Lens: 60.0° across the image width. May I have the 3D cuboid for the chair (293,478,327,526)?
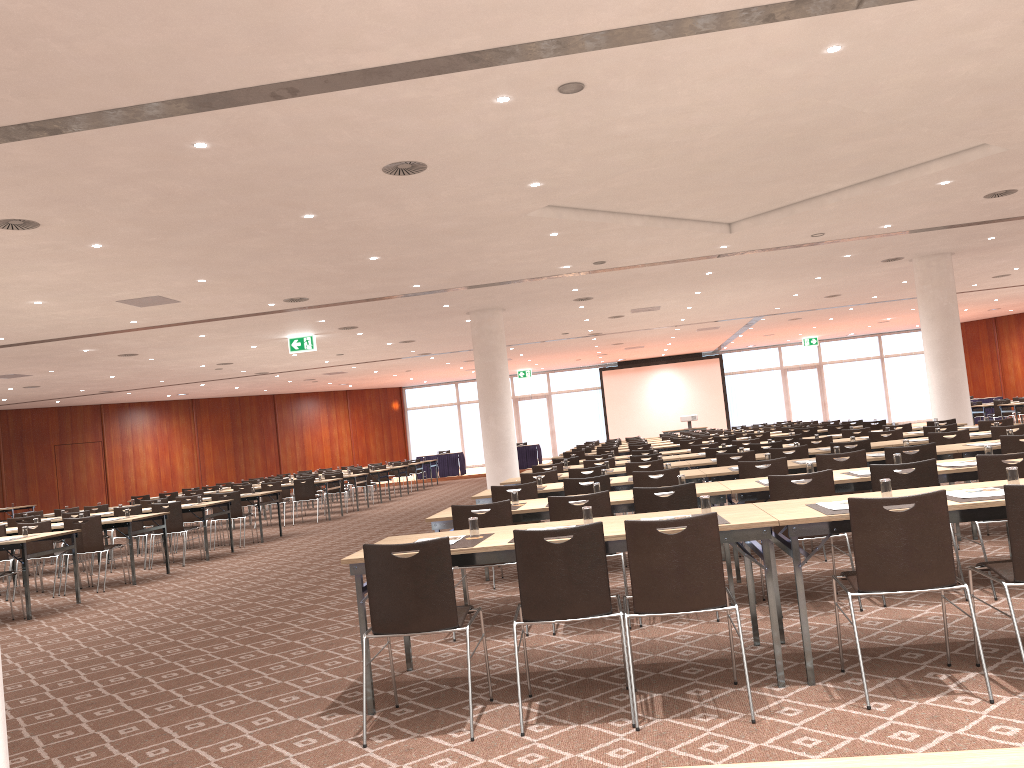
[{"bbox_3d":[-4.270,2.441,18.577,0.536,0.939,0.614,-6,-3,6],"label":"chair"}]

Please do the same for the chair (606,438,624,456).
[{"bbox_3d":[3.224,2.179,27.761,0.536,0.939,0.614,-6,-3,8],"label":"chair"}]

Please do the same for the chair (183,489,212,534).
[{"bbox_3d":[-6.617,2.699,18.787,0.536,0.939,0.614,-6,-3,9],"label":"chair"}]

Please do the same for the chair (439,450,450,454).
[{"bbox_3d":[-2.500,2.943,32.889,0.536,0.939,0.614,-6,-3,9],"label":"chair"}]

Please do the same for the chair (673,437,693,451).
[{"bbox_3d":[3.807,1.650,19.554,0.536,0.939,0.614,-6,-3,7],"label":"chair"}]

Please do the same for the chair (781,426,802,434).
[{"bbox_3d":[6.095,1.394,19.270,0.536,0.939,0.614,-6,-3,6],"label":"chair"}]

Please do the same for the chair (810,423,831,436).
[{"bbox_3d":[6.699,1.328,19.230,0.536,0.939,0.614,-6,-3,6],"label":"chair"}]

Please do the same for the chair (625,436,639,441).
[{"bbox_3d":[3.785,2.112,27.613,0.536,0.939,0.614,-6,-3,5],"label":"chair"}]

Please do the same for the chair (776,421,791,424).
[{"bbox_3d":[8.320,1.604,27.051,0.536,0.939,0.614,-6,-3,9],"label":"chair"}]

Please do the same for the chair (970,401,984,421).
[{"bbox_3d":[13.722,0.997,26.333,0.536,0.939,0.614,-6,-3,9],"label":"chair"}]

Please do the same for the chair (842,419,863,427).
[{"bbox_3d":[7.353,1.253,19.114,0.536,0.939,0.614,-6,-3,9],"label":"chair"}]

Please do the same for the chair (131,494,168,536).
[{"bbox_3d":[-7.802,2.832,18.934,0.536,0.939,0.614,-6,-3,10],"label":"chair"}]

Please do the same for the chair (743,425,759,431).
[{"bbox_3d":[6.851,1.658,25.296,0.536,0.939,0.614,-6,-3,9],"label":"chair"}]

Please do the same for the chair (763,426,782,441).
[{"bbox_3d":[6.299,1.490,21.336,0.536,0.939,0.614,-6,-3,8],"label":"chair"}]

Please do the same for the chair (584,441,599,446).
[{"bbox_3d":[2.368,2.160,25.853,0.536,0.939,0.614,-6,-3,5],"label":"chair"}]

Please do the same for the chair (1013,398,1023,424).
[{"bbox_3d":[14.173,0.839,24.404,0.536,0.939,0.614,-6,-3,8],"label":"chair"}]

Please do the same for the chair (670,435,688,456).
[{"bbox_3d":[4.106,1.733,21.566,0.536,0.939,0.614,-6,-3,9],"label":"chair"}]

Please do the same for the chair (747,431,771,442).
[{"bbox_3d":[4.872,1.415,17.407,0.536,0.939,0.614,-6,-3,8],"label":"chair"}]

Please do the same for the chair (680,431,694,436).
[{"bbox_3d":[5.441,1.926,27.408,0.536,0.939,0.614,-6,-3,6],"label":"chair"}]

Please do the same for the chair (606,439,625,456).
[{"bbox_3d":[2.996,2.085,25.697,0.536,0.939,0.614,-6,-3,6],"label":"chair"}]

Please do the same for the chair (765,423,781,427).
[{"bbox_3d":[7.432,1.589,25.147,0.536,0.939,0.614,-6,-3,8],"label":"chair"}]

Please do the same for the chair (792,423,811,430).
[{"bbox_3d":[6.945,1.413,21.178,0.536,0.939,0.614,-6,-3,9],"label":"chair"}]

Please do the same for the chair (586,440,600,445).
[{"bbox_3d":[2.583,2.248,27.798,0.536,0.939,0.614,-6,-3,9],"label":"chair"}]

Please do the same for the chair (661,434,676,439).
[{"bbox_3d":[4.574,1.913,25.579,0.536,0.939,0.614,-6,-3,9],"label":"chair"}]

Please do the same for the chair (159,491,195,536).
[{"bbox_3d":[-7.213,2.771,18.943,0.536,0.939,0.614,-6,-3,8],"label":"chair"}]

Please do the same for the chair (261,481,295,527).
[{"bbox_3d":[-4.950,2.512,18.580,0.536,0.939,0.614,-6,-3,6],"label":"chair"}]

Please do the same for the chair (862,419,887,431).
[{"bbox_3d":[7.048,1.176,17.215,0.536,0.939,0.614,-6,-3,10],"label":"chair"}]

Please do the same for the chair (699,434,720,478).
[{"bbox_3d":[4.379,1.588,19.518,0.536,0.939,0.614,-6,-3,6],"label":"chair"}]

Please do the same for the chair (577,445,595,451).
[{"bbox_3d":[1.864,1.987,21.887,0.536,0.939,0.614,-6,-3,4],"label":"chair"}]

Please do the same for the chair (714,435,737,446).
[{"bbox_3d":[4.246,1.490,17.563,0.536,0.939,0.614,-6,-3,6],"label":"chair"}]

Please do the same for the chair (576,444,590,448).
[{"bbox_3d":[2.000,2.082,23.807,0.536,0.939,0.614,-6,-3,8],"label":"chair"}]

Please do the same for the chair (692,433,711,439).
[{"bbox_3d":[4.631,1.677,21.543,0.536,0.939,0.614,-6,-3,7],"label":"chair"}]

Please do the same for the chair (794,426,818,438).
[{"bbox_3d":[5.755,1.319,17.333,0.536,0.939,0.614,-6,-3,5],"label":"chair"}]

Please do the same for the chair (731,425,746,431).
[{"bbox_3d":[6.985,1.754,27.216,0.536,0.939,0.614,-6,-3,6],"label":"chair"}]

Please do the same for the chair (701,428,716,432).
[{"bbox_3d":[6.116,1.855,27.402,0.536,0.939,0.614,-6,-3,9],"label":"chair"}]

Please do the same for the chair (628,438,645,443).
[{"bbox_3d":[3.377,1.930,23.671,0.536,0.939,0.614,-6,-3,9],"label":"chair"}]

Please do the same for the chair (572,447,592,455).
[{"bbox_3d":[1.615,1.897,19.861,0.536,0.939,0.614,-6,-3,8],"label":"chair"}]

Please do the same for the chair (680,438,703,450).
[{"bbox_3d":[3.590,1.561,17.602,0.536,0.939,0.614,-6,-3,8],"label":"chair"}]

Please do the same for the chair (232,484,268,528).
[{"bbox_3d":[-5.596,2.593,18.801,0.536,0.939,0.614,-6,-3,10],"label":"chair"}]

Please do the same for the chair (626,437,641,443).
[{"bbox_3d":[3.573,2.023,25.661,0.536,0.939,0.614,-6,-3,10],"label":"chair"}]

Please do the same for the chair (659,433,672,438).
[{"bbox_3d":[4.839,1.996,27.518,0.536,0.939,0.614,-6,-3,8],"label":"chair"}]

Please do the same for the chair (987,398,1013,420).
[{"bbox_3d":[14.490,0.915,26.320,0.536,0.939,0.614,-6,-3,5],"label":"chair"}]

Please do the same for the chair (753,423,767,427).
[{"bbox_3d":[7.639,1.685,27.213,0.536,0.939,0.614,-6,-3,6],"label":"chair"}]

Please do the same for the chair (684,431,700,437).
[{"bbox_3d":[5.207,1.840,25.458,0.536,0.939,0.614,-6,-3,10],"label":"chair"}]

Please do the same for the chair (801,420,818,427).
[{"bbox_3d":[7.766,1.436,23.091,0.536,0.939,0.614,-6,-3,8],"label":"chair"}]

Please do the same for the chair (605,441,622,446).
[{"bbox_3d":[2.769,2.000,23.789,0.536,0.939,0.614,-6,-3,7],"label":"chair"}]

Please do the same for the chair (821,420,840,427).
[{"bbox_3d":[7.608,1.341,21.131,0.536,0.939,0.614,-6,-3,6],"label":"chair"}]

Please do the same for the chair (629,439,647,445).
[{"bbox_3d":[3.117,1.842,21.654,0.536,0.939,0.614,-6,-3,5],"label":"chair"}]

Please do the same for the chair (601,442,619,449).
[{"bbox_3d":[2.469,1.916,21.769,0.536,0.939,0.614,-6,-3,10],"label":"chair"}]

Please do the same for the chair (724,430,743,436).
[{"bbox_3d":[5.358,1.591,21.376,0.536,0.939,0.614,-6,-3,6],"label":"chair"}]

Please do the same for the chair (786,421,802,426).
[{"bbox_3d":[8.019,1.525,25.109,0.536,0.939,0.614,-6,-3,7],"label":"chair"}]

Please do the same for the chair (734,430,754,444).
[{"bbox_3d":[5.121,1.507,19.468,0.536,0.939,0.614,-6,-3,5],"label":"chair"}]

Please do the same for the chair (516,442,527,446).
[{"bbox_3d":[0.361,2.623,32.534,0.536,0.939,0.614,-6,-3,10],"label":"chair"}]

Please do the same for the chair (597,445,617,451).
[{"bbox_3d":[2.169,1.833,19.757,0.536,0.939,0.614,-6,-3,9],"label":"chair"}]

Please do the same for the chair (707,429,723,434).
[{"bbox_3d":[5.844,1.766,25.344,0.536,0.939,0.614,-6,-3,10],"label":"chair"}]
